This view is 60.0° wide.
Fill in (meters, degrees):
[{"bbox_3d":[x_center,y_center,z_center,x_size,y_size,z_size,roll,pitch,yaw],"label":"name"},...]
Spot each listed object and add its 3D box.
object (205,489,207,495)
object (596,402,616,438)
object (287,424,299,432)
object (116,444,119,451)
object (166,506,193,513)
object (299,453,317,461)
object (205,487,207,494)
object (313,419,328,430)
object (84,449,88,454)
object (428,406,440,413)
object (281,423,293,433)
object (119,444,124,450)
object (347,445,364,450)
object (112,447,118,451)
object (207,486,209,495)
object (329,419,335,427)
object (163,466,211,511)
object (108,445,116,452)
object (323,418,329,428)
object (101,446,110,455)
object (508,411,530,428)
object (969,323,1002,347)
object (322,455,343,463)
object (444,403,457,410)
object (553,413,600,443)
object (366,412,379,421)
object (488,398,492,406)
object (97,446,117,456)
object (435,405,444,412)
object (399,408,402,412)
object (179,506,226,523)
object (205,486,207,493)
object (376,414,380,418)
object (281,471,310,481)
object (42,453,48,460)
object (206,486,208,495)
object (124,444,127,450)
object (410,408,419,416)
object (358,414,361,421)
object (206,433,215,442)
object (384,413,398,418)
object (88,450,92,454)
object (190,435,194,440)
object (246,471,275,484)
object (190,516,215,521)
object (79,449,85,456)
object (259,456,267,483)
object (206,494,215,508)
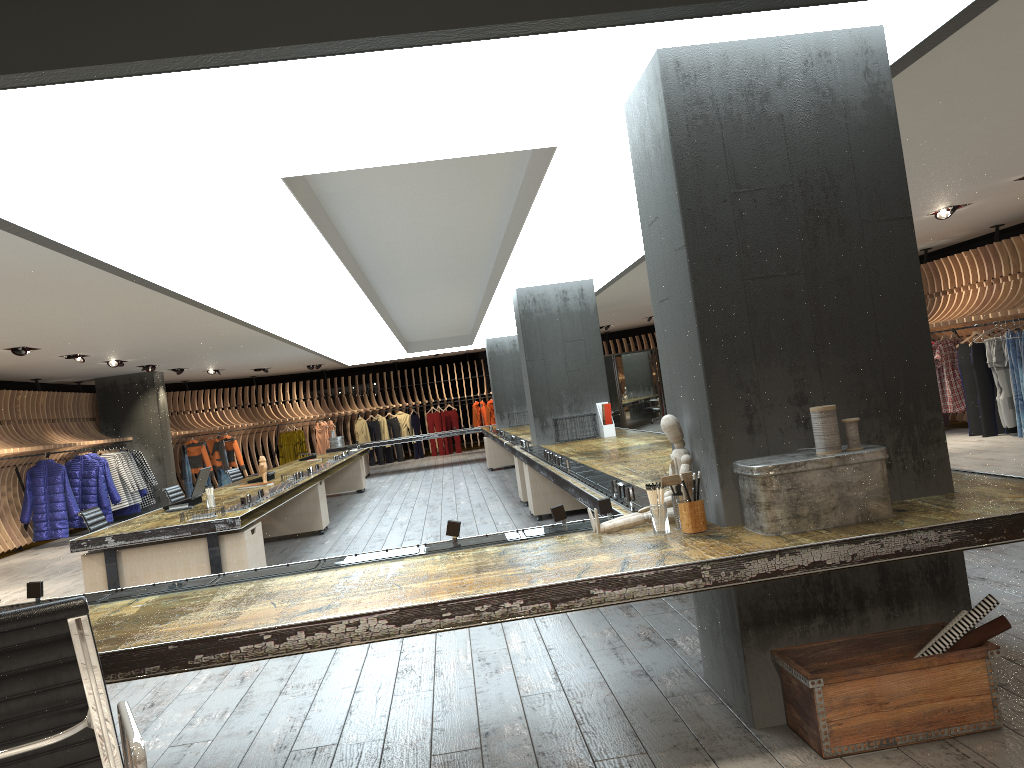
[{"bbox_3d":[-2.548,0.939,7.416,0.007,0.170,0.030,-9,-2,33],"label":"object"},{"bbox_3d":[1.050,0.397,9.909,0.129,0.383,0.239,-8,-2,-4],"label":"object"},{"bbox_3d":[-5.612,1.122,22.725,0.524,0.270,0.012,-8,-2,25],"label":"object"},{"bbox_3d":[-7.428,1.270,16.654,0.525,0.270,0.012,-8,-2,-5],"label":"object"},{"bbox_3d":[-2.840,1.067,7.569,0.213,0.019,0.219,-7,-1,-19],"label":"object"},{"bbox_3d":[-3.409,1.210,14.803,0.261,0.111,0.372,-8,-1,-4],"label":"object"},{"bbox_3d":[-2.545,0.938,7.411,0.007,0.170,0.030,-8,-2,18],"label":"object"},{"bbox_3d":[-5.038,1.049,23.247,0.524,0.270,0.012,-8,-2,30],"label":"object"},{"bbox_3d":[-7.267,1.234,15.144,0.523,0.291,0.012,-8,-2,-5],"label":"object"},{"bbox_3d":[-2.196,0.684,24.568,0.524,0.270,0.012,-9,-2,40],"label":"object"},{"bbox_3d":[-5.733,1.136,22.588,0.524,0.270,0.012,-8,-2,25],"label":"object"},{"bbox_3d":[-7.381,1.297,16.816,0.516,0.316,0.012,-8,-2,-5],"label":"object"},{"bbox_3d":[-2.887,1.189,16.371,0.302,0.074,0.216,-8,-1,-10],"label":"object"},{"bbox_3d":[-7.353,1.277,16.459,0.518,0.313,0.012,-8,-2,-5],"label":"object"},{"bbox_3d":[-2.534,0.937,7.403,0.007,0.170,0.030,-7,-2,-21],"label":"object"},{"bbox_3d":[-4.806,1.020,23.408,0.012,0.270,0.524,-6,-2,-39],"label":"object"},{"bbox_3d":[-2.900,0.931,7.930,0.365,0.316,0.372,-8,-1,-4],"label":"object"},{"bbox_3d":[-7.340,1.272,16.281,0.518,0.313,0.012,-8,-2,-5],"label":"object"},{"bbox_3d":[-4.945,1.037,23.322,0.012,0.270,0.524,-6,-2,-34],"label":"object"},{"bbox_3d":[-7.320,1.265,16.020,0.518,0.313,0.012,-8,-2,-5],"label":"object"},{"bbox_3d":[0.161,0.683,17.200,0.459,0.290,0.329,-8,-1,-2],"label":"object"},{"bbox_3d":[6.113,-0.650,11.404,0.525,0.270,0.012,-8,-2,-5],"label":"object"},{"bbox_3d":[-2.630,1.101,13.005,0.302,0.071,0.209,-8,-1,-10],"label":"object"},{"bbox_3d":[-1.749,0.624,24.635,0.524,0.270,0.012,-9,-2,35],"label":"object"},{"bbox_3d":[0.710,0.494,9.823,0.459,0.290,0.329,-8,-1,-7],"label":"object"},{"bbox_3d":[-3.811,0.896,24.014,0.524,0.270,0.012,-8,-2,30],"label":"object"},{"bbox_3d":[-0.563,0.464,24.680,0.012,0.270,0.525,-9,-1,26],"label":"object"},{"bbox_3d":[-7.303,1.259,15.785,0.518,0.313,0.012,-8,-2,-5],"label":"object"},{"bbox_3d":[-2.033,0.662,24.594,0.012,0.270,0.524,-6,-2,-34],"label":"object"},{"bbox_3d":[-3.068,0.798,24.333,0.524,0.270,0.012,-8,-2,20],"label":"object"},{"bbox_3d":[-2.241,0.947,6.428,0.302,0.074,0.216,-8,-1,-10],"label":"object"},{"bbox_3d":[-2.542,0.938,7.408,0.007,0.170,0.030,-8,-2,6],"label":"object"},{"bbox_3d":[-3.636,0.874,24.107,0.524,0.270,0.012,-9,-2,40],"label":"object"},{"bbox_3d":[-2.393,1.020,9.797,0.302,0.074,0.216,-8,-1,-10],"label":"object"},{"bbox_3d":[-7.171,1.188,13.615,0.525,0.270,0.012,-8,-2,-5],"label":"object"},{"bbox_3d":[-2.538,0.937,7.404,0.007,0.170,0.030,-7,-2,-8],"label":"object"},{"bbox_3d":[-7.399,1.300,17.003,0.518,0.313,0.012,-8,-2,-5],"label":"object"},{"bbox_3d":[-2.709,0.749,24.442,0.012,0.270,0.525,-8,-1,21],"label":"object"},{"bbox_3d":[-4.086,0.932,23.876,0.012,0.270,0.524,-6,-2,-39],"label":"object"},{"bbox_3d":[-7.007,1.277,20.582,0.525,0.270,0.012,-8,-2,15],"label":"object"},{"bbox_3d":[-3.352,0.836,24.213,0.524,0.270,0.012,-8,-2,20],"label":"object"},{"bbox_3d":[-7.298,1.232,15.321,0.525,0.270,0.012,-8,-2,-5],"label":"object"},{"bbox_3d":[-7.217,1.295,20.027,0.525,0.270,0.012,-8,-2,10],"label":"object"},{"bbox_3d":[-2.902,1.082,10.265,0.262,0.088,0.372,-8,-1,-4],"label":"object"},{"bbox_3d":[-2.240,0.972,6.428,0.176,0.004,0.130,-8,-1,0],"label":"object"},{"bbox_3d":[-7.289,1.240,15.001,0.523,0.292,0.012,-8,-2,-5],"label":"object"},{"bbox_3d":[-2.731,0.944,9.744,0.097,0.301,0.320,-7,-1,-21],"label":"object"},{"bbox_3d":[-2.520,0.980,7.422,0.061,0.111,0.062,-9,-2,29],"label":"object"}]
